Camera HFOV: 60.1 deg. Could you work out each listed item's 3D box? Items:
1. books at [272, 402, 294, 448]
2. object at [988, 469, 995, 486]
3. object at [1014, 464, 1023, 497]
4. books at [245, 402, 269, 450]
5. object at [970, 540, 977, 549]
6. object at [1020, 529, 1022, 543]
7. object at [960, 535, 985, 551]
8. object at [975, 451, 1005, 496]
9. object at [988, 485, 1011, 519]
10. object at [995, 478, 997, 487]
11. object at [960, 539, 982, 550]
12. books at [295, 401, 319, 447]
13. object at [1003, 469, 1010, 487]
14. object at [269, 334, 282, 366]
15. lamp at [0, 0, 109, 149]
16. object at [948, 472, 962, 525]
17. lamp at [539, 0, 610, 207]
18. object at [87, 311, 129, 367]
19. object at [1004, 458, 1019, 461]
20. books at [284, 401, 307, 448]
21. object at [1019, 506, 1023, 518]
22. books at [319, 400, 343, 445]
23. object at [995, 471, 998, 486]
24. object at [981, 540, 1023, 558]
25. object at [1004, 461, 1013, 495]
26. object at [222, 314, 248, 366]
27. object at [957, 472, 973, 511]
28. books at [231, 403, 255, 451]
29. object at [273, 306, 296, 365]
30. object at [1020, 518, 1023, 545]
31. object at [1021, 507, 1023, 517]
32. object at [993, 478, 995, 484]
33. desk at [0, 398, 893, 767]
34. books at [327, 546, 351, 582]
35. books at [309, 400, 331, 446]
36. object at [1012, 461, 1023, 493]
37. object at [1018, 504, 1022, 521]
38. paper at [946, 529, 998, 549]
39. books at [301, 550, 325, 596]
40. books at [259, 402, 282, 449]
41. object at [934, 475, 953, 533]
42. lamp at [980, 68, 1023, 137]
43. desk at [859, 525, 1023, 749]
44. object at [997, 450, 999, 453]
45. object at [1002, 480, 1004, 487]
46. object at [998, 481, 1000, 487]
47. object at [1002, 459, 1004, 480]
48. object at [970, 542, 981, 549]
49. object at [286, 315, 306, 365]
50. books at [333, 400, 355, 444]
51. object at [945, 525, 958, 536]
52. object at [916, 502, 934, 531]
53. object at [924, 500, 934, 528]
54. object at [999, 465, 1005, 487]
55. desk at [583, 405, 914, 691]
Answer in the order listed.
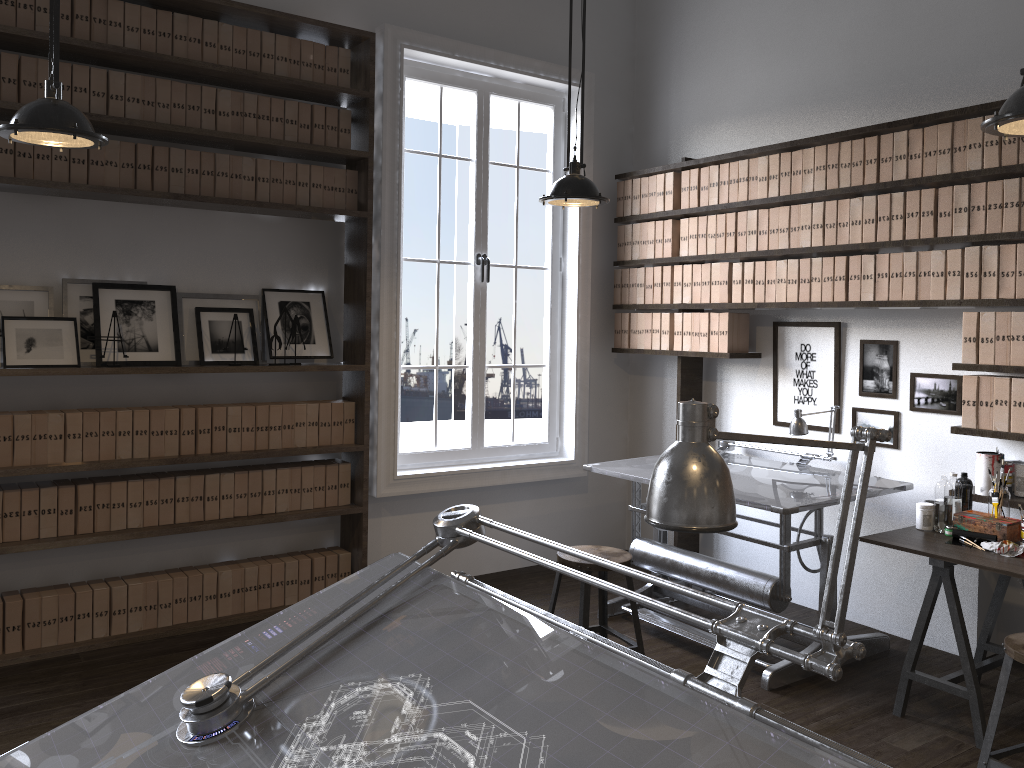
[{"bbox_3d":[-1.188,0.211,4.576,0.066,0.225,0.175,0,2,-35],"label":"books"},{"bbox_3d":[1.919,0.432,3.505,0.008,0.186,0.071,1,1,-34],"label":"object"},{"bbox_3d":[2.136,0.402,3.696,0.070,0.130,0.070,1,1,3],"label":"object"},{"bbox_3d":[-1.298,0.214,4.500,0.066,0.225,0.175,0,2,-35],"label":"books"},{"bbox_3d":[1.757,0.610,3.373,0.006,0.006,0.156,3,4,34],"label":"object"},{"bbox_3d":[2.001,0.577,3.425,0.059,0.089,0.060,0,2,-40],"label":"object"},{"bbox_3d":[1.759,0.607,3.381,0.011,0.017,0.172,1,4,-4],"label":"object"},{"bbox_3d":[2.016,0.380,3.738,0.107,0.177,0.107,0,2,-33],"label":"object"},{"bbox_3d":[2.057,0.457,3.529,0.345,0.146,0.077,0,2,-13],"label":"object"},{"bbox_3d":[1.913,0.446,3.495,0.037,0.153,0.005,0,1,-39],"label":"object"},{"bbox_3d":[1.756,0.613,3.393,0.005,0.005,0.158,1,4,-1],"label":"object"},{"bbox_3d":[-1.080,0.208,4.648,0.067,0.225,0.175,0,2,-35],"label":"books"},{"bbox_3d":[1.933,0.427,3.491,0.006,0.193,0.055,0,1,-36],"label":"object"},{"bbox_3d":[-1.180,-0.169,4.417,0.066,0.165,0.040,0,1,-35],"label":"object"},{"bbox_3d":[-1.390,-1.875,2.705,0.311,2.251,0.313,2,1,35],"label":"lamp"},{"bbox_3d":[1.812,0.482,3.641,0.068,0.237,0.069,0,1,-38],"label":"object"},{"bbox_3d":[0.293,-1.922,3.883,0.311,2.251,0.313,2,1,35],"label":"lamp"},{"bbox_3d":[-1.817,-0.201,3.985,0.174,0.260,0.040,0,1,-35],"label":"object"},{"bbox_3d":[2.165,0.393,3.849,0.070,0.130,0.070,1,1,12],"label":"object"},{"bbox_3d":[-1.135,0.210,4.611,0.066,0.225,0.175,0,2,-35],"label":"books"},{"bbox_3d":[1.984,0.542,3.433,0.005,0.130,0.040,1,1,-33],"label":"object"},{"bbox_3d":[-0.968,0.205,4.733,0.066,0.225,0.174,0,2,-35],"label":"books"},{"bbox_3d":[1.911,0.435,3.505,0.022,0.180,0.005,1,1,-12],"label":"object"},{"bbox_3d":[1.830,0.602,3.296,0.132,0.050,0.197,1,4,-6],"label":"object"},{"bbox_3d":[2.094,0.397,3.752,0.051,0.139,0.050,0,1,-38],"label":"object"},{"bbox_3d":[-1.352,-0.214,4.328,0.124,0.260,0.040,0,1,-35],"label":"object"},{"bbox_3d":[1.881,0.484,3.689,0.068,0.229,0.069,0,1,-38],"label":"object"},{"bbox_3d":[-1.356,0.216,4.459,0.066,0.225,0.174,0,2,-35],"label":"books"},{"bbox_3d":[-1.150,-0.242,4.480,0.118,0.304,0.040,0,1,-35],"label":"object"},{"bbox_3d":[1.963,0.568,3.367,0.049,0.112,0.049,0,2,-39],"label":"object"},{"bbox_3d":[2.001,0.546,3.447,0.005,0.124,0.040,1,1,-32],"label":"object"},{"bbox_3d":[1.922,0.451,3.512,0.005,0.147,0.033,1,1,-34],"label":"object"},{"bbox_3d":[-0.025,0.699,1.225,1.076,1.385,2.283,0,3,-35],"label":"desk"},{"bbox_3d":[-0.935,1.007,4.773,0.066,0.225,0.175,0,2,-35],"label":"books"},{"bbox_3d":[-1.024,0.206,4.692,0.066,0.225,0.175,0,2,-35],"label":"books"},{"bbox_3d":[2.156,0.398,3.773,0.072,0.129,0.071,1,1,12],"label":"object"},{"bbox_3d":[1.983,0.542,3.443,0.005,0.147,0.033,1,1,-34],"label":"object"},{"bbox_3d":[1.772,0.597,3.416,0.155,0.038,0.137,4,5,40],"label":"paper"},{"bbox_3d":[-1.056,1.010,4.685,0.067,0.225,0.175,0,2,-35],"label":"books"},{"bbox_3d":[-1.239,0.213,4.534,0.067,0.225,0.175,0,2,-35],"label":"books"},{"bbox_3d":[1.753,0.488,3.600,0.068,0.229,0.069,0,1,-38],"label":"object"},{"bbox_3d":[1.416,-1.798,2.292,0.311,2.251,0.313,2,1,35],"label":"lamp"},{"bbox_3d":[2.112,0.984,3.006,0.655,0.669,1.671,-1,4,-35],"label":"desk"},{"bbox_3d":[2.090,0.365,3.823,0.041,0.162,0.005,0,1,-43],"label":"object"},{"bbox_3d":[1.933,0.451,3.494,0.005,0.152,0.044,1,1,24],"label":"object"},{"bbox_3d":[1.928,0.454,3.513,0.011,0.135,0.005,1,1,-13],"label":"object"},{"bbox_3d":[1.936,0.412,3.503,0.021,0.228,0.007,1,1,-23],"label":"object"},{"bbox_3d":[1.767,0.615,3.378,0.008,0.006,0.119,1,4,6],"label":"object"},{"bbox_3d":[-1.109,-0.224,4.543,0.110,0.262,0.040,0,1,-35],"label":"object"},{"bbox_3d":[-0.911,0.204,4.765,0.067,0.225,0.175,0,2,-35],"label":"books"},{"bbox_3d":[1.759,0.588,3.543,0.049,0.037,0.049,-1,3,-39],"label":"object"},{"bbox_3d":[1.702,0.546,3.650,0.068,0.104,0.068,0,2,-31],"label":"object"},{"bbox_3d":[1.759,0.544,3.702,0.069,0.103,0.070,0,2,-40],"label":"object"},{"bbox_3d":[1.919,0.421,3.486,0.007,0.214,0.055,1,1,0],"label":"object"},{"bbox_3d":[1.151,0.662,4.322,1.071,1.097,1.271,-1,3,-35],"label":"desk"}]
